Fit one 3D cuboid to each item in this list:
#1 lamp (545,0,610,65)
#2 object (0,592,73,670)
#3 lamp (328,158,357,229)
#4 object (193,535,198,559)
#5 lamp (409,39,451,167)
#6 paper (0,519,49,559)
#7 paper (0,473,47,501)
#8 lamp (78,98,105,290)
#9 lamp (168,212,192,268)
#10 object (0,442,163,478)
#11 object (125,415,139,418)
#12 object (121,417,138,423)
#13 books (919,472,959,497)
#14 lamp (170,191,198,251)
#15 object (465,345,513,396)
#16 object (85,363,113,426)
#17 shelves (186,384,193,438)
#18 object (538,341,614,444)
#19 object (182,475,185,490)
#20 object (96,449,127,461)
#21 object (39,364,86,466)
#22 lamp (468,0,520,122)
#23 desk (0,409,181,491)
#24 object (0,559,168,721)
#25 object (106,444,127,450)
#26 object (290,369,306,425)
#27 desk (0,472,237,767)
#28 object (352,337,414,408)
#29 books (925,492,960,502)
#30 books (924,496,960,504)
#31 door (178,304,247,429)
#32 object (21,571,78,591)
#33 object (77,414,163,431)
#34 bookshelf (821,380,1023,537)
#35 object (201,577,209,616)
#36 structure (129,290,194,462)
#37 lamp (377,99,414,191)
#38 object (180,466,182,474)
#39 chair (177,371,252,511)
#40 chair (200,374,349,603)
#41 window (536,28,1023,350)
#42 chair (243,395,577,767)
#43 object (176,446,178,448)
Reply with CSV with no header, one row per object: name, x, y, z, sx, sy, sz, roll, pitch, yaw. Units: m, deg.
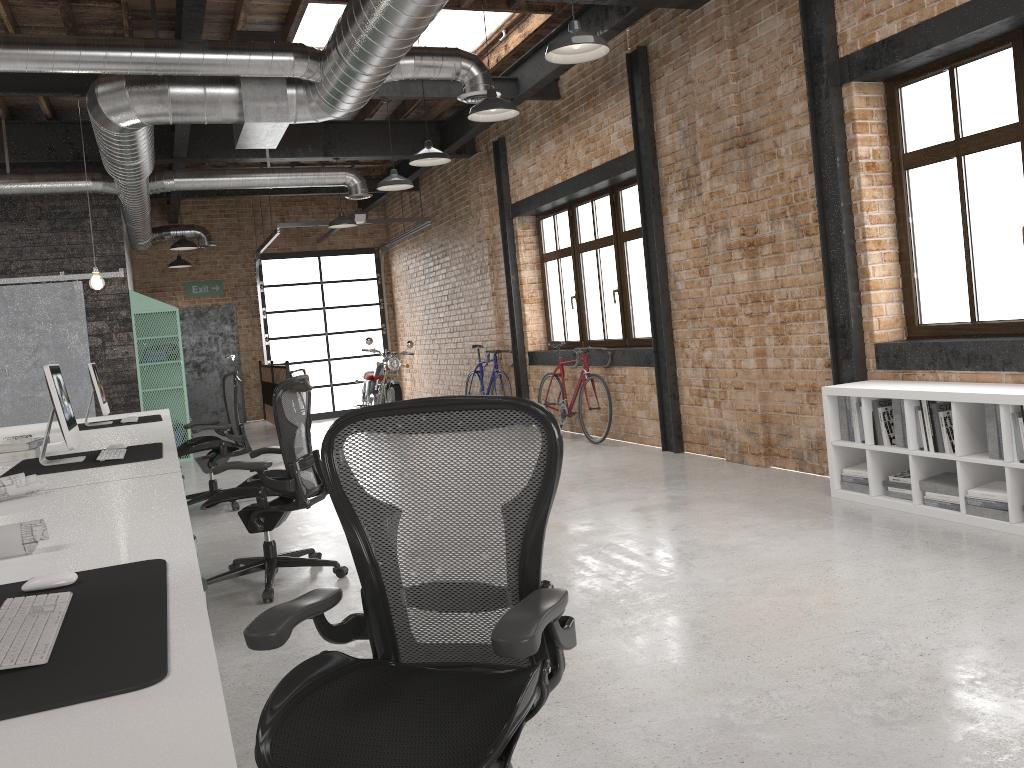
lamp,0.297,-2.503,4.895,0.361,1.362,0.363,-5,1,41
object,-0.856,0.428,1.553,0.119,0.017,0.439,-7,4,-21
lamp,-2.178,-2.417,11.183,0.363,0.855,0.361,-7,2,-44
object,-1.493,0.895,3.875,0.251,0.465,0.338,-6,2,-22
lamp,-0.764,-2.573,7.564,0.362,1.362,0.362,-6,1,-14
paper,-1.704,0.453,2.038,1.137,0.082,0.083,-7,3,-27
paper,-2.447,0.448,3.239,1.073,0.105,0.979,-3,4,33
lamp,-3.682,-1.653,7.689,0.124,1.677,0.123,-6,1,-24
lamp,-5.399,-2.549,14.230,0.363,1.337,0.361,-6,1,-44
object,-2.113,0.376,4.423,0.688,0.008,0.848,-7,4,-21
object,-3.136,0.269,7.306,0.106,0.028,0.059,-7,3,-23
object,-3.021,0.284,6.999,0.119,0.017,0.439,-7,4,-21
books,2.393,0.545,4.776,0.217,0.078,0.291,-7,4,-21
lamp,-4.487,-2.489,11.936,0.363,1.337,0.361,-6,1,-44
object,-0.346,-0.002,11.668,0.402,1.039,1.736,-6,3,-27
object,-3.258,0.076,6.938,0.190,0.484,0.483,-6,2,-21
shelves,-4.851,0.460,12.511,0.568,0.855,0.985,-6,2,-21
object,0.608,0.061,9.268,0.402,1.039,1.736,-6,3,-27
object,-2.387,0.866,5.739,0.542,0.454,0.221,-6,2,-22
object,-1.999,0.352,4.429,0.119,0.017,0.439,-7,4,-21
object,-2.236,0.144,4.367,0.190,0.484,0.483,-6,2,-21
lamp,-0.167,-2.283,6.127,0.362,0.855,0.362,-5,1,1
desk,-3.331,0.806,5.577,2.316,0.769,5.109,-7,4,-21
object,-0.963,0.452,1.531,0.688,0.008,0.848,-7,4,-21
object,-2.114,0.336,4.736,0.106,0.028,0.059,-7,3,-23
object,-3.444,0.236,14.027,0.410,1.032,1.734,-6,3,-15
desk,-1.441,0.932,0.821,2.316,0.769,5.109,-7,4,-21
object,-1.990,-0.057,13.648,0.815,1.358,2.174,-6,3,-34
books,2.400,0.582,4.758,0.215,0.046,0.251,-7,4,-21
books,2.401,0.600,4.762,0.219,0.034,0.260,-7,4,-21
door,-5.282,-0.315,15.555,1.000,2.098,0.218,-6,1,-22
object,-0.971,0.412,1.860,0.106,0.028,0.059,-7,3,-23
object,-3.135,0.308,6.993,0.688,0.008,0.848,-7,4,-23
bookshelf,2.408,0.356,4.817,0.401,0.684,1.543,-6,3,-21
object,-1.275,0.940,2.941,0.542,0.454,0.221,-6,2,-22
structure,-4.373,-0.116,11.090,0.557,2.098,1.117,-6,1,-21
lamp,-1.186,-2.351,8.687,0.362,0.855,0.362,-5,1,-4
object,-2.524,0.826,6.467,0.251,0.465,0.338,-6,2,-22
chair,-2.455,0.461,7.217,0.795,1.085,0.769,-7,2,-43
chair,-1.315,0.516,4.676,0.793,1.085,0.770,-6,2,-13
window,1.949,-1.142,6.878,0.147,1.689,8.633,-6,3,-21
chair,-0.164,0.589,1.822,0.770,1.085,0.793,-5,2,2
object,-3.178,0.814,7.728,0.542,0.454,0.221,-6,2,-22
